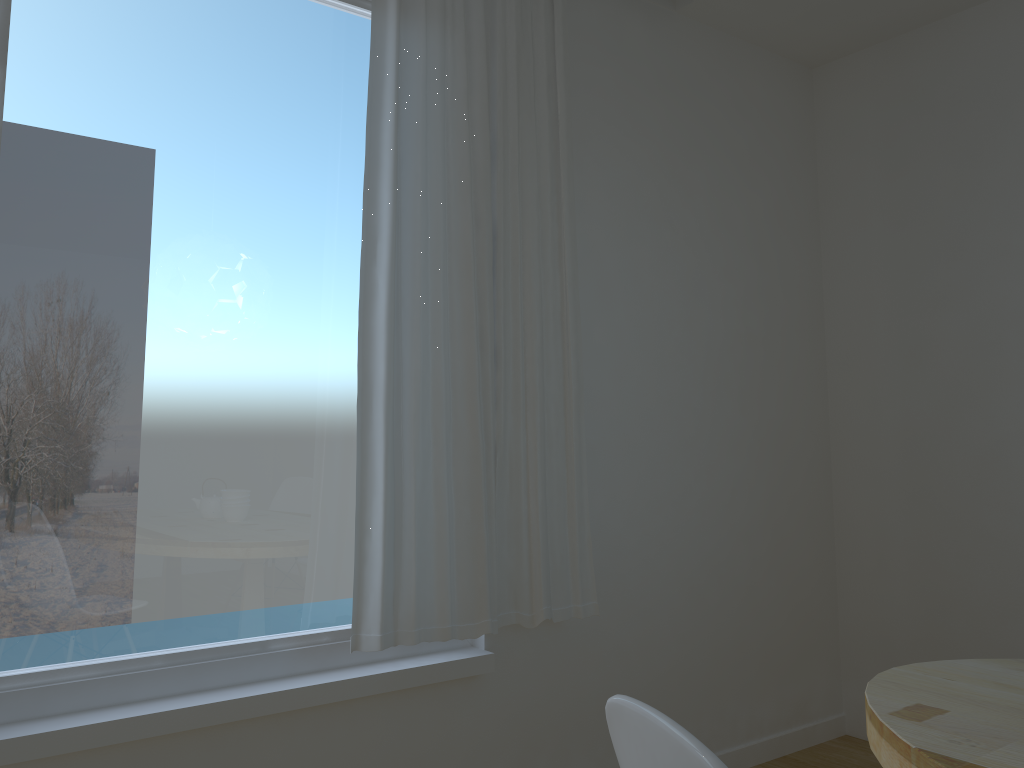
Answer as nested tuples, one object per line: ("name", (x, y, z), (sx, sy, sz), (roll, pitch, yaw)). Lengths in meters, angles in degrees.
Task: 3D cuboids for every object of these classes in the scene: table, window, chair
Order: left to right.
("window", (-1.234, -0.256, 1.887), (2.720, 1.933, 0.088), (4, -8, -36))
("chair", (0.369, 0.728, 0.748), (0.523, 0.908, 0.427), (2, -7, -17))
("table", (1.333, 0.808, 0.658), (1.190, 0.730, 2.181), (4, -6, -38))

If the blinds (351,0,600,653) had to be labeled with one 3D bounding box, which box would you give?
("blinds", (-0.063, -0.399, 2.537), (0.793, 2.176, 0.149), (5, -9, -36))
